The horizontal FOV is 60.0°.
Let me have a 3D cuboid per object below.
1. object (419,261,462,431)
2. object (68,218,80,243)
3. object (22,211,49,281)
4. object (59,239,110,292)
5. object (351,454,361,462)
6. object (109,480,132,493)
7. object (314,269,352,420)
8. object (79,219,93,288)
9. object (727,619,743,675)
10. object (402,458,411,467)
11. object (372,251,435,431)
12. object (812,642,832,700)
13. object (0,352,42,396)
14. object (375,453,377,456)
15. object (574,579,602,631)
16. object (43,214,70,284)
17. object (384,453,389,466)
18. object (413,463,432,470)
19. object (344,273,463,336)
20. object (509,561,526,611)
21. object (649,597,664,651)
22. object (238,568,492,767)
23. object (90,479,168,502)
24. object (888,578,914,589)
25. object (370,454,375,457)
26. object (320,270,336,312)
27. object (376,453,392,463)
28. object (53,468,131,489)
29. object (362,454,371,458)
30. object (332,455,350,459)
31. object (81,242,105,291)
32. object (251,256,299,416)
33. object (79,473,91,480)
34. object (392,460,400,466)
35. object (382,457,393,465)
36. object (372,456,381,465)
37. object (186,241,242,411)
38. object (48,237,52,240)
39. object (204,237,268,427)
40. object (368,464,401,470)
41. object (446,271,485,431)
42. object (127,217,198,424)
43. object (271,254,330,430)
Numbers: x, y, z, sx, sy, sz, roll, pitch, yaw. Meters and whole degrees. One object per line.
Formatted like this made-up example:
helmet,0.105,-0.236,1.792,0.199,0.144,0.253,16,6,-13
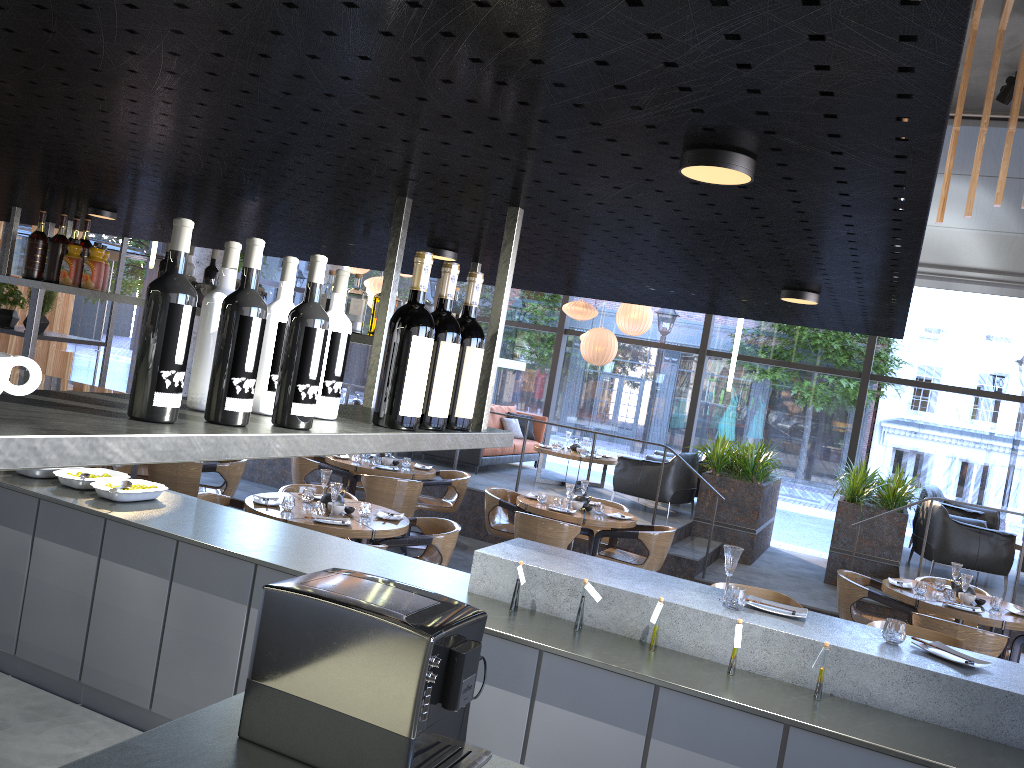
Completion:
object,-0.168,-0.087,2.002,0.101,0.378,0.100,10,1,17
object,-2.364,-0.713,4.763,0.105,0.380,0.105,10,1,-2
object,-2.483,-0.731,4.646,0.105,0.380,0.105,9,1,-17
object,-2.220,-0.617,4.624,0.096,0.246,0.235,11,2,43
object,-1.504,0.707,8.559,0.086,0.086,0.086,9,1,-36
object,-1.956,0.510,4.416,0.048,0.026,0.252,10,1,0
object,-0.370,-0.082,1.814,0.073,0.305,0.072,10,1,10
object,-2.269,-0.695,4.691,0.105,0.380,0.105,9,1,-37
object,0.832,0.976,3.294,0.029,0.203,0.077,10,1,13
object,-1.047,0.779,8.804,0.086,0.086,0.086,10,1,31
object,-0.217,-0.093,1.886,0.101,0.378,0.100,10,1,16
object,1.104,1.024,3.174,0.076,0.203,0.042,9,1,-34
object,-0.675,-0.020,1.041,0.159,0.110,0.172,10,1,6
object,-1.374,0.648,9.025,0.082,0.227,0.082,10,1,5
object,0.301,0.881,3.544,0.096,0.203,0.048,9,1,-22
object,-2.366,-0.711,4.633,0.105,0.380,0.105,10,1,8
object,-1.207,0.685,8.545,0.082,0.227,0.082,11,2,43
object,-0.900,0.834,8.859,0.170,0.025,0.294,10,1,3
object,-0.499,-0.330,3.987,0.630,0.274,0.139,10,1,21
object,0.025,0.832,3.640,0.040,0.203,0.100,10,1,-6
object,0.564,0.927,3.439,0.057,0.203,0.038,9,1,-42
object,-0.329,0.726,2.212,0.562,0.400,0.322,10,1,23
object,-1.958,0.545,4.539,0.268,0.074,0.402,10,1,23
object,2.964,1.530,6.755,0.170,0.025,0.294,10,1,20
object,-1.439,0.737,9.152,0.294,0.025,0.170,9,1,-31
object,-0.860,-0.395,4.153,0.105,0.274,0.105,10,1,23
object,-1.270,0.693,8.841,0.163,0.179,0.168,9,1,-11
object,-2.212,0.502,4.670,0.268,0.069,0.402,10,1,23
object,-1.470,0.704,8.964,0.086,0.086,0.086,9,1,-30
object,-1.668,0.708,8.654,0.170,0.025,0.294,9,1,-19
object,-2.131,-0.600,4.526,0.096,0.246,0.096,9,1,-22
object,-0.448,-0.093,1.704,0.072,0.305,0.073,9,1,-25
object,-2.183,0.479,4.532,0.053,0.028,0.252,9,1,-26
object,-1.153,0.784,8.784,0.080,0.042,0.080,10,1,8
object,-1.226,0.762,8.704,0.116,0.065,0.116,9,1,-9
object,-1.299,0.742,8.520,0.086,0.086,0.086,10,1,9
object,-0.523,-0.104,1.589,0.072,0.305,0.073,9,1,-35
object,-2.506,-0.669,4.772,0.096,0.246,0.096,9,1,-22
object,-0.440,-0.086,1.442,0.073,0.305,0.072,10,1,31
object,-1.214,0.790,8.399,0.294,0.025,0.170,9,1,-19
object,-0.118,-0.081,2.122,0.101,0.378,0.100,10,1,16
object,-0.515,-0.096,1.327,0.072,0.305,0.073,9,1,-35
object,-0.362,-0.075,1.552,0.072,0.305,0.073,9,1,-23
